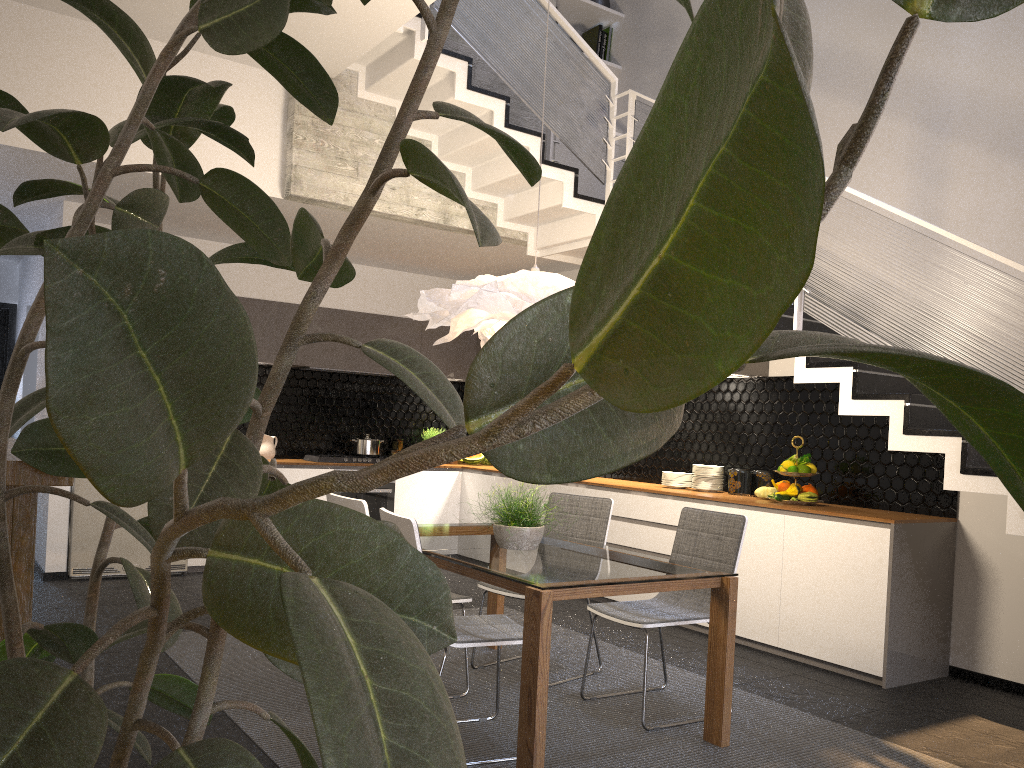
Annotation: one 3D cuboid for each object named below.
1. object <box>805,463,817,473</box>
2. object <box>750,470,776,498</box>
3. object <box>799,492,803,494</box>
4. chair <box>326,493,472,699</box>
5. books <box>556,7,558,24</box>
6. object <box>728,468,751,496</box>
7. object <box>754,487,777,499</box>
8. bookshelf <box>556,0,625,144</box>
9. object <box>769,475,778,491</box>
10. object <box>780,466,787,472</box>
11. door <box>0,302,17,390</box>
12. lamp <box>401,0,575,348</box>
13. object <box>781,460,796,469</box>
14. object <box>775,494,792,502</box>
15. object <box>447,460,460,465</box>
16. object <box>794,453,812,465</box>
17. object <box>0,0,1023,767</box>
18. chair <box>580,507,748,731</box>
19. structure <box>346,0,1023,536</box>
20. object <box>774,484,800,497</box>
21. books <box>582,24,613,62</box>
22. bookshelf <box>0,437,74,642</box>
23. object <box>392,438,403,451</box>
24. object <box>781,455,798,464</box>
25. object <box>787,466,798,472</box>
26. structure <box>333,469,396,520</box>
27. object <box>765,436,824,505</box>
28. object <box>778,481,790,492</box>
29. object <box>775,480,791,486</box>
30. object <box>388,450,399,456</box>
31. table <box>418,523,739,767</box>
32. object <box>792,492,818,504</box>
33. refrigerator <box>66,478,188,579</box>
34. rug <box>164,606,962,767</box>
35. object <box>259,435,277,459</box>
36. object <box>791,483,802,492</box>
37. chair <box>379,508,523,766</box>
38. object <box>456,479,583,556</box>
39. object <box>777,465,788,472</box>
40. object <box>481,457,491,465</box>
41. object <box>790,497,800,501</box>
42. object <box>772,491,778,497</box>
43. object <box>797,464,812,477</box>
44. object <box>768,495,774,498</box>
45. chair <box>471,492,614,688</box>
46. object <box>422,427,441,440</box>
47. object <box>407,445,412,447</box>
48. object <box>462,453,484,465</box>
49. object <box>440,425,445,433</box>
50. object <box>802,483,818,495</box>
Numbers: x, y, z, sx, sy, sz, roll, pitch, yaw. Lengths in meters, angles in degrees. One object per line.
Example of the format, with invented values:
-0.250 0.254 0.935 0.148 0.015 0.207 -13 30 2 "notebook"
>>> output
1.854 0.524 5.497 0.079 0.069 0.059 3 -1 -6 "object"
1.695 0.676 5.995 0.172 0.184 0.172 2 -1 33 "object"
1.807 0.698 5.453 0.088 0.057 0.085 3 -2 7 "object"
-0.545 0.984 4.150 0.602 0.919 0.474 3 -1 -34 "chair"
0.274 -2.944 7.462 0.134 0.382 0.272 3 -1 -34 "books"
1.579 0.677 6.136 0.172 0.184 0.172 3 -1 15 "object"
1.687 0.712 5.788 0.189 0.083 0.197 4 -3 -25 "object"
0.407 -2.637 7.472 0.974 1.106 0.442 4 -1 -34 "bookshelf"
1.697 0.641 5.617 0.125 0.120 0.061 3 0 -2 "object"
1.676 0.529 5.464 0.045 0.041 0.048 3 -2 17 "object"
-5.697 0.279 8.952 1.109 2.315 0.160 3 0 -34 "door"
0.199 -2.575 4.072 1.119 5.212 1.060 3 0 -23 "lamp"
1.719 0.504 5.502 0.068 0.058 0.071 4 -2 -35 "object"
1.688 0.701 5.468 0.061 0.048 0.240 2 -3 37 "object"
-0.593 0.712 8.636 0.209 0.140 0.124 3 -1 0 "object"
1.790 0.480 5.534 0.067 0.101 0.211 3 -2 -19 "object"
-0.380 -0.304 1.031 2.009 3.199 0.909 3 0 34 "object"
0.708 1.047 4.096 0.602 0.919 0.474 3 -1 -31 "chair"
0.032 -2.635 5.159 4.240 8.308 8.453 3 -1 -34 "structure"
1.703 0.656 5.469 0.154 0.076 0.079 3 -1 1 "object"
0.725 -2.905 7.746 0.160 0.382 0.265 3 -1 -34 "books"
-1.450 0.706 2.079 0.451 1.172 1.917 3 -2 -34 "bookshelf"
-1.098 0.581 8.494 0.082 0.113 0.083 2 -1 36 "object"
1.732 0.480 5.532 0.056 0.081 0.181 3 -2 -5 "object"
1.720 0.526 5.430 0.060 0.054 0.059 3 -1 0 "object"
-1.438 1.049 7.963 0.588 0.588 0.583 4 -2 -34 "structure"
1.770 0.534 5.510 0.352 0.425 0.351 4 -1 -40 "object"
1.697 0.646 5.501 0.087 0.093 0.085 4 -1 -29 "object"
1.702 0.634 5.589 0.060 0.056 0.127 4 -3 -33 "object"
-1.139 0.691 8.486 0.083 0.113 0.082 4 -1 -34 "object"
-0.005 1.111 4.097 0.999 0.714 1.798 4 -3 -34 "table"
1.791 0.691 5.402 0.151 0.072 0.076 3 -1 4 "object"
-2.974 0.600 6.856 0.830 1.711 0.768 3 0 -34 "refrigerator"
-0.018 1.463 4.082 2.375 0.006 3.683 5 -4 -34 "rug"
-2.150 0.551 7.763 0.190 0.215 0.171 3 -1 -21 "object"
1.785 0.665 5.579 0.087 0.078 0.089 3 -2 1 "object"
-0.211 0.968 3.488 0.602 0.919 0.475 3 -1 -24 "chair"
0.016 0.587 4.076 0.532 0.367 0.667 5 -3 -39 "object"
1.701 0.535 5.548 0.065 0.060 0.062 4 -2 -38 "object"
-0.237 0.746 8.829 0.148 0.127 0.224 3 -2 6 "object"
1.786 0.706 5.460 0.229 0.076 0.069 5 -3 -43 "object"
1.667 0.695 5.560 0.054 0.044 0.217 3 -3 13 "object"
1.792 0.535 5.451 0.101 0.078 0.095 4 -2 -38 "object"
1.640 0.712 5.609 0.043 0.020 0.042 2 -2 18 "object"
0.171 1.046 4.636 0.474 0.919 0.602 3 -1 42 "chair"
-0.771 0.597 8.668 0.245 0.354 0.234 3 -1 -30 "object"
-0.958 0.675 8.596 0.141 0.174 0.141 4 -1 -34 "object"
-0.387 0.707 8.672 0.236 0.174 0.217 3 -2 -5 "object"
-0.643 0.595 8.732 0.169 0.379 0.184 3 0 3 "object"
1.870 0.681 5.575 0.113 0.110 0.112 2 -2 32 "object"
